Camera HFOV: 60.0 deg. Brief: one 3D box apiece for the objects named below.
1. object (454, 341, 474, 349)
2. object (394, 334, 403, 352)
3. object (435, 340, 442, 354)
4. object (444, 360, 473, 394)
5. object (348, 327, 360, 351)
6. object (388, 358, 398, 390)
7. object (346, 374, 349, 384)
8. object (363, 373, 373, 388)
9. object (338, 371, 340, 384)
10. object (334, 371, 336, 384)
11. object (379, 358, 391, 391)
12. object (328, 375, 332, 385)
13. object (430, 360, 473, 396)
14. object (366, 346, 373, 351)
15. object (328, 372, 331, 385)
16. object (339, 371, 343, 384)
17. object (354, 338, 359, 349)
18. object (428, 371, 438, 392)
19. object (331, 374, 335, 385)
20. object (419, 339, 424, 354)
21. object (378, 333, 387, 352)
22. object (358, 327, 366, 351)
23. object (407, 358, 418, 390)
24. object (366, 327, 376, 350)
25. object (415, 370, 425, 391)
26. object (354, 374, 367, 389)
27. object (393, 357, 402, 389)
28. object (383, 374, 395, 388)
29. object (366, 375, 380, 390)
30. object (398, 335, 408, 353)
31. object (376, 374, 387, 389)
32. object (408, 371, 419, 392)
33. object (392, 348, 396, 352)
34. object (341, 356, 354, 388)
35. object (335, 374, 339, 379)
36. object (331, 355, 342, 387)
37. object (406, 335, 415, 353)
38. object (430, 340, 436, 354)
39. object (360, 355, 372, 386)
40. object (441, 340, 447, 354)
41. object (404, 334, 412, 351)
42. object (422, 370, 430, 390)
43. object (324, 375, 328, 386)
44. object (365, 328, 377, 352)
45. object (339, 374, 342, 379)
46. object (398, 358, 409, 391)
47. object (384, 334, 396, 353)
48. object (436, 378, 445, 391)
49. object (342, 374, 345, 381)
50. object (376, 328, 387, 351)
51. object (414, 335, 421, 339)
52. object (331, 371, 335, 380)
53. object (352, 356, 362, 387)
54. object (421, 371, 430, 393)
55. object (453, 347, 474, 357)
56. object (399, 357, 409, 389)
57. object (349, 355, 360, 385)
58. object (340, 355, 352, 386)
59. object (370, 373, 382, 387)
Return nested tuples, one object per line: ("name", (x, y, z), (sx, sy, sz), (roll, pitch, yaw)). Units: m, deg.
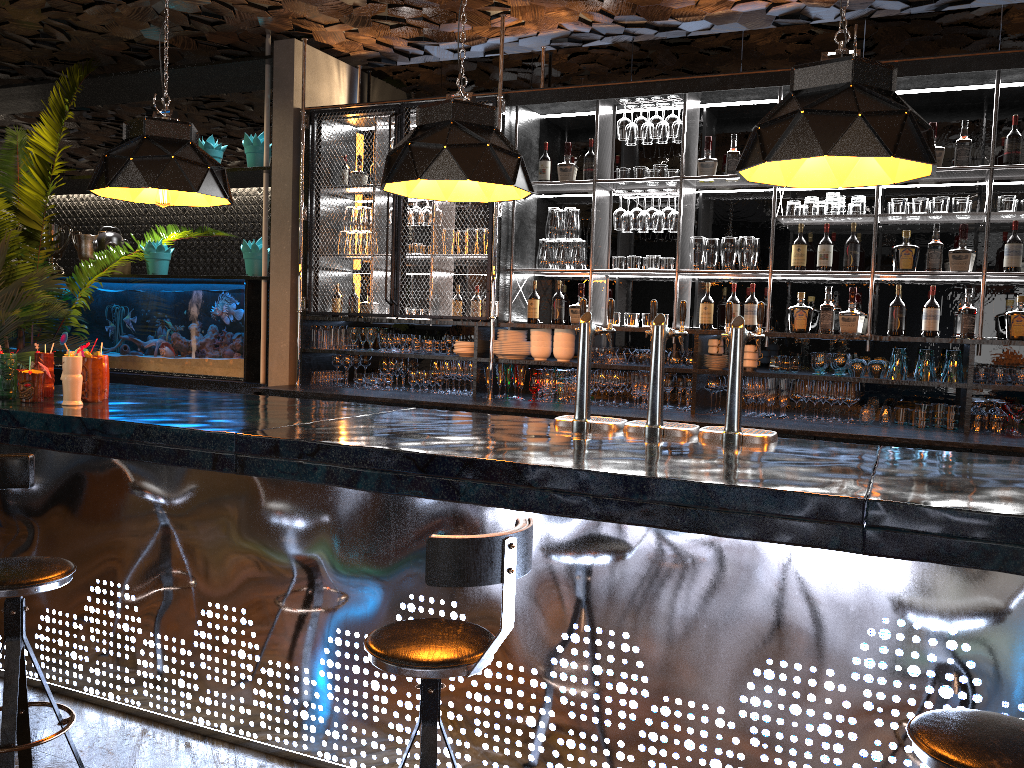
("object", (-0.298, -0.262, 6.121), (0.209, 0.060, 0.211), (0, 4, -21))
("object", (-0.824, -0.296, 6.427), (0.081, 0.132, 0.081), (2, 4, -4))
("object", (-0.537, -0.263, 6.351), (0.078, 0.099, 0.078), (1, 4, -9))
("object", (-0.305, -0.051, 6.378), (0.376, 0.227, 0.186), (4, 4, 22))
("object", (-1.146, -0.326, 6.420), (0.087, 0.170, 0.087), (1, 4, -15))
("object", (-0.870, -0.075, 6.406), (0.088, 0.229, 0.077), (1, 4, -16))
("object", (-1.269, -0.040, 6.818), (0.034, 0.080, 0.034), (5, 5, 34))
("object", (-1.057, -0.026, 6.523), (0.093, 0.101, 0.093), (1, 4, -15))
("object", (-1.332, -0.050, 6.795), (0.031, 0.098, 0.031), (1, 4, -19))
("object", (-1.345, -0.048, 6.759), (0.031, 0.098, 0.031), (-1, 5, -34))
("object", (-0.908, -0.070, 6.323), (0.088, 0.229, 0.077), (5, 5, 37))
("object", (-1.361, -0.030, 6.618), (0.034, 0.080, 0.034), (1, 4, -9))
("object", (-0.385, -0.042, 6.200), (0.376, 0.227, 0.186), (4, 4, 22))
("object", (-1.032, -0.324, 6.456), (0.087, 0.170, 0.087), (1, 4, -15))
("object", (-1.378, -0.044, 6.691), (0.031, 0.098, 0.031), (1, 4, -21))
("object", (-1.319, -0.052, 6.828), (0.031, 0.098, 0.031), (4, 4, 29))
("object", (-1.199, -0.344, 6.781), (0.051, 0.152, 0.058), (1, 4, -15))
("object", (-0.568, -0.019, 6.354), (0.074, 0.146, 0.065), (-2, 5, -43))
("object", (-1.345, -0.031, 6.655), (0.034, 0.080, 0.034), (4, 5, 33))
("object", (-0.657, -0.266, 6.303), (0.078, 0.103, 0.078), (0, 4, -23))
("object", (-0.925, -0.298, 6.397), (0.081, 0.132, 0.081), (2, 4, -4))
("object", (-1.098, -0.331, 6.528), (0.087, 0.170, 0.087), (1, 4, -15))
("object", (-0.726, -0.074, 6.472), (0.088, 0.229, 0.077), (4, 4, 25))
("object", (-1.049, -0.337, 6.635), (0.087, 0.170, 0.087), (1, 4, -15))
("object", (-0.660, -0.025, 6.386), (0.065, 0.146, 0.074), (5, 5, 36))
("object", (-1.101, -0.021, 6.427), (0.093, 0.101, 0.093), (1, 4, -8))
("object", (-0.840, -0.079, 6.482), (0.077, 0.229, 0.088), (5, 5, 40))
("object", (-0.917, -0.024, 6.572), (0.093, 0.101, 0.093), (5, 5, 39))
("object", (-1.001, -0.014, 6.383), (0.093, 0.101, 0.093), (1, 4, -13))
("object", (-0.769, -0.281, 6.259), (0.074, 0.131, 0.074), (5, 5, 37))
("object", (-0.963, -0.020, 6.482), (0.093, 0.101, 0.093), (6, 5, 45))
("object", (-0.701, -0.019, 6.291), (0.074, 0.146, 0.065), (2, 4, 0))
("object", (-0.865, -0.304, 6.531), (0.081, 0.132, 0.081), (2, 4, -4))
("object", (-1.199, -0.090, 6.470), (0.091, 0.227, 0.091), (-2, 5, -43))
("object", (-1.322, -0.034, 6.698), (0.034, 0.080, 0.034), (2, 4, 6))
("object", (-1.283, -0.095, 6.510), (0.091, 0.227, 0.091), (1, 4, -14))
("object", (-0.731, -0.285, 6.337), (0.074, 0.131, 0.074), (5, 5, 37))
("object", (-0.576, -0.259, 6.266), (0.078, 0.099, 0.078), (1, 4, -9))
("object", (-1.103, -0.100, 6.668), (0.091, 0.227, 0.091), (1, 4, -13))
("object", (-0.499, -0.267, 6.426), (0.078, 0.099, 0.078), (1, 4, -9))
("object", (-0.768, -0.302, 6.544), (0.081, 0.132, 0.081), (2, 4, -4))
("object", (-0.620, -0.029, 6.475), (0.074, 0.146, 0.065), (-1, 5, -36))
("object", (-1.380, -0.027, 6.573), (0.034, 0.080, 0.034), (1, 4, -11))
("object", (-1.013, -0.316, 6.348), (0.087, 0.170, 0.087), (1, 4, -15))
("object", (-1.307, -0.036, 6.735), (0.034, 0.080, 0.034), (4, 4, 23))
("object", (-0.780, -0.069, 6.361), (0.088, 0.229, 0.077), (4, 4, 23))
("object", (-0.870, -0.290, 6.316), (0.081, 0.132, 0.081), (2, 4, -4))
("object", (-0.523, -0.024, 6.446), (0.065, 0.146, 0.074), (-2, 5, -44))
("object", (-1.290, -0.038, 6.776), (0.034, 0.080, 0.034), (5, 5, 33))
("object", (-0.973, -0.331, 6.588), (0.087, 0.170, 0.087), (1, 4, -15))
("object", (-0.696, -0.290, 6.416), (0.074, 0.131, 0.074), (5, 5, 37))
("object", (-1.360, -0.046, 6.727), (0.031, 0.098, 0.031), (-2, 5, -44))
("object", (-1.154, -0.095, 6.563), (0.091, 0.227, 0.091), (1, 4, -13))
("object", (-0.611, -0.014, 6.256), (0.074, 0.146, 0.065), (3, 4, 18))
("object", (-0.301, -0.222, 6.125), (0.211, 0.060, 0.209), (1, 4, -16))
("object", (-0.801, -0.083, 6.566), (0.077, 0.229, 0.088), (2, 4, -2))
("object", (-1.189, -0.107, 6.733), (0.091, 0.227, 0.091), (4, 4, 27))
("object", (-1.237, -0.100, 6.607), (0.091, 0.227, 0.091), (0, 4, -27))
("object", (-1.013, -0.031, 6.618), (0.093, 0.101, 0.093), (3, 4, 10))
